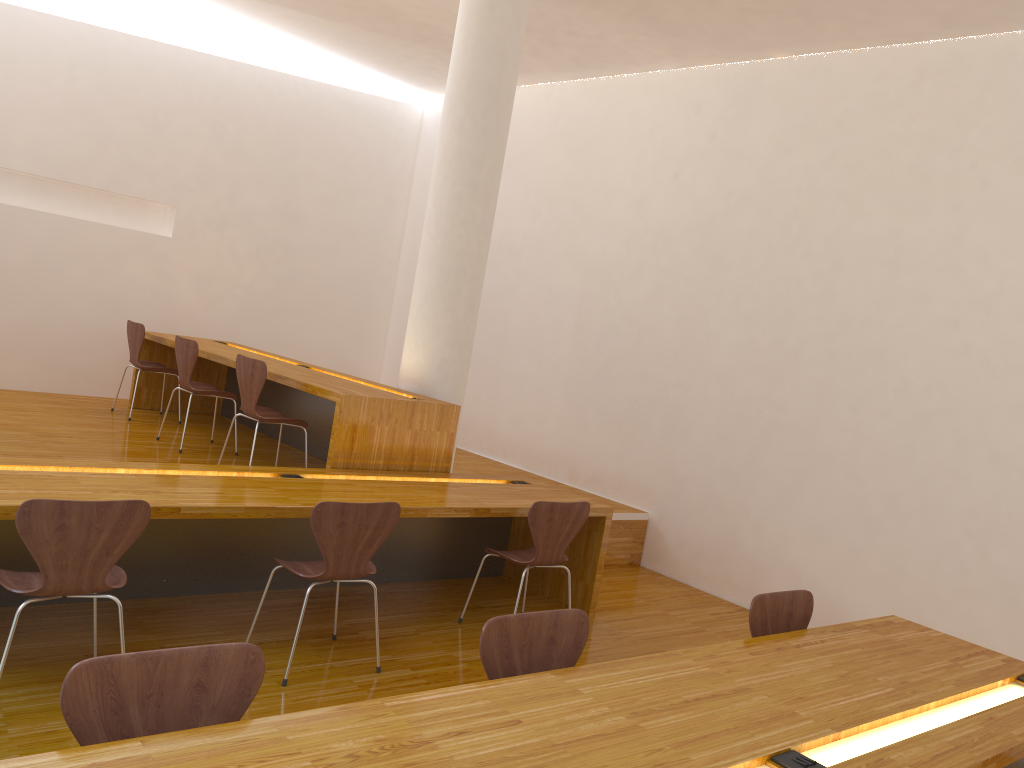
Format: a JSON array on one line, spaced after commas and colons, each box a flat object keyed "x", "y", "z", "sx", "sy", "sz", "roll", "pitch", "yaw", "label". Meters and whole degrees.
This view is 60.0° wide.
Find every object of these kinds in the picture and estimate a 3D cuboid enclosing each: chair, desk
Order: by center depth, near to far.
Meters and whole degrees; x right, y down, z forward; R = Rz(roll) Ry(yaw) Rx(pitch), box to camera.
[{"x": -0.607, "y": 0.884, "z": 1.611, "sx": 0.428, "sy": 0.693, "sz": 0.381, "roll": 7, "pitch": 4, "yaw": -41, "label": "chair"}, {"x": 0.580, "y": 1.280, "z": 1.882, "sx": 3.236, "sy": 0.918, "sz": 1.285, "roll": 7, "pitch": 4, "yaw": -41, "label": "desk"}, {"x": 0.122, "y": 0.976, "z": 2.246, "sx": 0.428, "sy": 0.693, "sz": 0.381, "roll": 7, "pitch": 4, "yaw": -41, "label": "chair"}, {"x": -1.473, "y": 0.671, "z": 2.888, "sx": 0.428, "sy": 0.693, "sz": 0.381, "roll": 7, "pitch": 4, "yaw": -41, "label": "chair"}, {"x": 0.987, "y": 1.086, "z": 2.948, "sx": 0.428, "sy": 0.693, "sz": 0.381, "roll": 7, "pitch": 4, "yaw": -41, "label": "chair"}, {"x": -0.743, "y": 0.763, "z": 3.523, "sx": 0.428, "sy": 0.693, "sz": 0.381, "roll": 7, "pitch": 4, "yaw": -41, "label": "chair"}, {"x": -0.943, "y": 0.753, "z": 3.999, "sx": 3.185, "sy": 0.606, "sz": 0.760, "roll": 7, "pitch": 4, "yaw": -41, "label": "desk"}, {"x": 0.073, "y": 0.862, "z": 4.283, "sx": 0.428, "sy": 0.693, "sz": 0.381, "roll": 7, "pitch": 4, "yaw": -41, "label": "chair"}, {"x": -1.345, "y": 0.212, "z": 4.938, "sx": 0.381, "sy": 0.693, "sz": 0.428, "roll": 7, "pitch": 4, "yaw": -41, "label": "chair"}, {"x": -1.965, "y": 0.069, "z": 5.671, "sx": 0.381, "sy": 0.693, "sz": 0.428, "roll": 7, "pitch": 4, "yaw": -41, "label": "chair"}, {"x": -1.637, "y": 0.151, "z": 5.933, "sx": 0.760, "sy": 0.606, "sz": 3.185, "roll": 7, "pitch": 4, "yaw": -41, "label": "desk"}, {"x": -2.651, "y": -0.092, "z": 6.542, "sx": 0.381, "sy": 0.693, "sz": 0.428, "roll": 7, "pitch": 4, "yaw": -41, "label": "chair"}]
